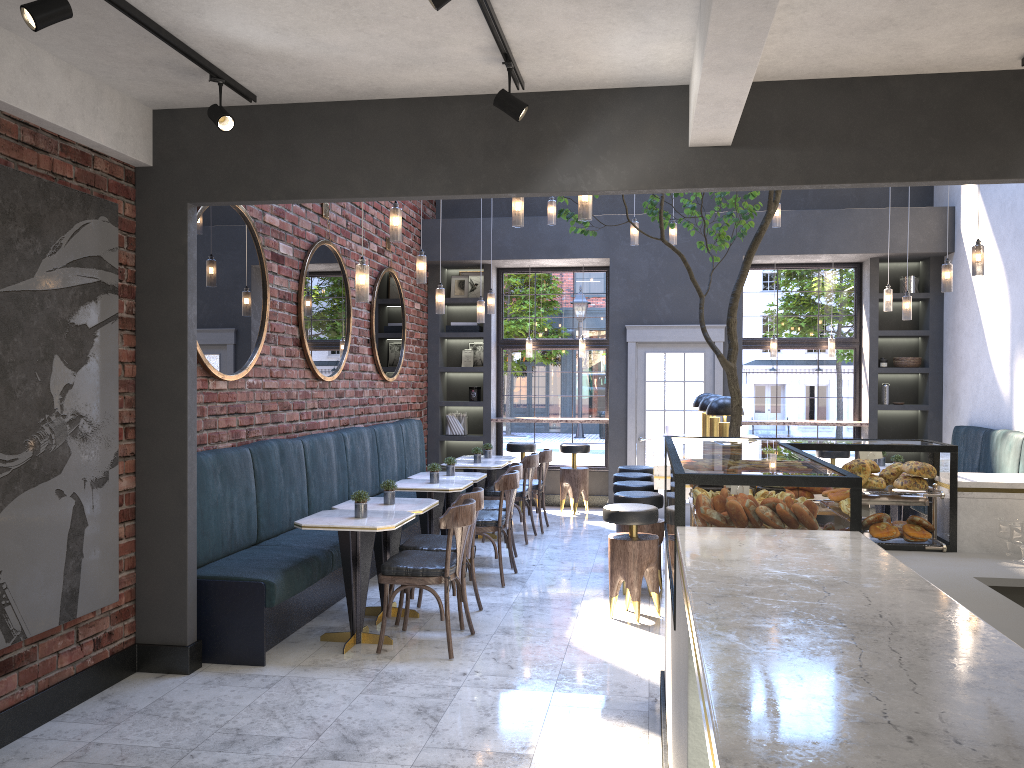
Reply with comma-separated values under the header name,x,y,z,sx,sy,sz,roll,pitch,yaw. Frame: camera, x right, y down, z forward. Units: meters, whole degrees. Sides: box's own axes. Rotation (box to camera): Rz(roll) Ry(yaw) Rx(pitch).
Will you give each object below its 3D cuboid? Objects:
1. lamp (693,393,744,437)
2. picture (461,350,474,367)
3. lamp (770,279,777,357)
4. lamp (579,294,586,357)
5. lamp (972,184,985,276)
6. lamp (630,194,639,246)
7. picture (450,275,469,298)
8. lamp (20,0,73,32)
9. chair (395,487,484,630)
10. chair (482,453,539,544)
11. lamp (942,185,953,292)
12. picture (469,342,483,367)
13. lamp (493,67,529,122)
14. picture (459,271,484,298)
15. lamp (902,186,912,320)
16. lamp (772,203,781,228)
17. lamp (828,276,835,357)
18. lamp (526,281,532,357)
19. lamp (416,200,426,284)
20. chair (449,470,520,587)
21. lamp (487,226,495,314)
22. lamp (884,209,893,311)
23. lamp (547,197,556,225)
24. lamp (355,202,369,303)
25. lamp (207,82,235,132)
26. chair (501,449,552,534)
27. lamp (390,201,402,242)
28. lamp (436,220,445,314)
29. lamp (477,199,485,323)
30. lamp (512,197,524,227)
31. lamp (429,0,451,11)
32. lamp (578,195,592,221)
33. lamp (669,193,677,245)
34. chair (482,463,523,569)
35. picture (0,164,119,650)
name,x,y,z,sx,sy,sz,roll,pitch,yaw
lamp,0.462,-1.125,3.695,4.182,3.256,8.834,0,0,-8
picture,-0.562,-0.322,11.247,0.161,0.227,0.049,0,1,9
lamp,3.103,-1.033,10.500,0.078,1.429,0.078,0,1,-29
lamp,0.863,-1.044,10.849,0.078,1.429,0.078,0,1,-29
lamp,3.372,-2.833,6.377,0.078,4.105,0.078,0,1,-29
lamp,1.186,-3.389,8.503,0.078,4.105,0.078,0,1,-6
picture,-0.663,-1.221,11.234,0.230,0.313,0.061,0,1,9
lamp,-1.549,-1.285,2.952,0.157,0.238,0.087,0,1,-42
chair,-0.450,1.118,5.833,0.521,0.851,0.538,0,1,10
chair,0.004,1.114,8.781,0.521,0.851,0.538,0,1,10
lamp,3.476,-2.787,7.042,0.078,4.105,0.078,0,1,-29
picture,-0.430,-0.371,11.251,0.247,0.326,0.044,0,1,9
lamp,-0.005,-1.281,3.926,0.157,0.238,0.087,0,1,3
picture,-0.494,-1.246,11.242,0.361,0.369,0.055,0,1,9
lamp,3.646,-2.642,8.141,0.078,4.105,0.078,0,1,-6
lamp,2.506,-3.536,8.350,0.078,4.105,0.078,0,1,-6
lamp,3.753,-1.030,10.398,0.078,1.429,0.078,1,1,39
lamp,0.214,-1.047,10.950,0.078,1.429,0.078,1,1,39
lamp,-0.710,-2.852,7.014,0.078,4.105,0.078,0,1,16
chair,-0.205,1.117,7.012,0.521,0.851,0.538,0,1,10
lamp,-0.213,-2.795,9.363,0.078,4.105,0.078,0,1,-6
lamp,3.749,-2.777,8.796,0.078,4.105,0.078,0,1,-6
lamp,0.380,-3.540,8.244,0.078,4.105,0.078,0,1,-6
lamp,-0.868,-2.531,5.173,0.078,4.105,0.078,0,1,-6
lamp,-1.355,-1.285,4.134,0.087,0.235,0.157,0,1,-40
chair,0.160,1.113,9.343,0.521,0.851,0.497,0,1,8
lamp,-0.761,-2.995,5.844,0.078,4.105,0.078,0,1,-6
lamp,-0.612,-2.660,7.652,0.078,4.105,0.078,0,1,16
lamp,-0.302,-2.661,8.798,0.078,4.105,0.078,0,1,-6
lamp,0.049,-3.106,5.900,0.078,4.105,0.078,1,1,39
lamp,-0.201,-1.279,2.747,0.157,0.238,0.087,0,1,3
lamp,0.420,-2.975,4.967,0.078,4.105,0.078,1,1,39
lamp,1.660,-3.480,9.063,0.078,4.105,0.078,0,1,-6
chair,-0.170,1.115,7.645,0.521,0.851,0.538,0,1,2
picture,-2.239,0.099,3.132,0.033,2.027,2.821,0,0,9
